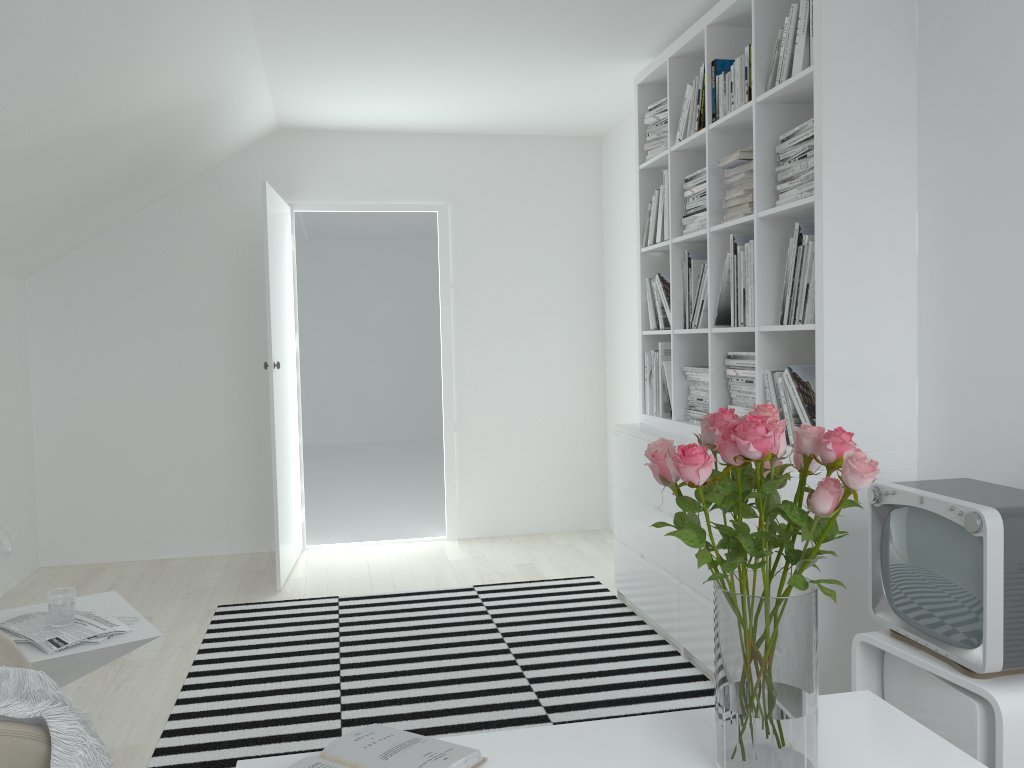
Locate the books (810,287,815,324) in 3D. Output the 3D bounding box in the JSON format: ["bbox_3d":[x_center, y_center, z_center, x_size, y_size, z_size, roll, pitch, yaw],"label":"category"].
[{"bbox_3d":[1.000,-0.324,2.671,0.182,0.282,0.090,-2,3,-11],"label":"books"}]

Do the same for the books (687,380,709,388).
[{"bbox_3d":[0.852,-0.004,3.602,0.180,0.028,0.296,-2,3,-11],"label":"books"}]

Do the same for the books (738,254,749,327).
[{"bbox_3d":[0.876,-0.331,3.137,0.161,0.254,0.012,-2,3,-11],"label":"books"}]

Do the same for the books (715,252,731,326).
[{"bbox_3d":[0.846,-0.349,3.267,0.159,0.263,0.131,-2,3,-11],"label":"books"}]

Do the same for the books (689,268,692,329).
[{"bbox_3d":[0.811,-0.353,3.672,0.161,0.254,0.013,-2,3,-11],"label":"books"}]

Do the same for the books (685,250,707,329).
[{"bbox_3d":[0.807,-0.392,3.688,0.176,0.331,0.025,-2,3,-11],"label":"books"}]

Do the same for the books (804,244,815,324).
[{"bbox_3d":[1.011,-0.327,2.758,0.182,0.282,0.090,-2,3,-11],"label":"books"}]

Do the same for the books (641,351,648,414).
[{"bbox_3d":[0.688,-0.008,4.102,0.182,0.288,0.016,-2,3,-11],"label":"books"}]

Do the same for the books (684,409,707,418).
[{"bbox_3d":[0.844,0.122,3.589,0.176,0.025,0.331,-2,3,-11],"label":"books"}]

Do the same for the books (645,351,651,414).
[{"bbox_3d":[0.701,-0.008,4.089,0.182,0.288,0.016,-2,3,-11],"label":"books"}]

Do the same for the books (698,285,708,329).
[{"bbox_3d":[0.855,-0.348,3.534,0.182,0.257,0.158,-2,3,-11],"label":"books"}]

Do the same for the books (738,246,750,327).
[{"bbox_3d":[0.879,-0.348,3.150,0.159,0.285,0.012,-2,3,-11],"label":"books"}]

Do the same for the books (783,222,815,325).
[{"bbox_3d":[0.976,-0.352,2.853,0.176,0.325,0.109,-2,3,-11],"label":"books"}]

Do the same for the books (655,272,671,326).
[{"bbox_3d":[0.742,-0.364,3.842,0.176,0.255,0.226,-2,3,-11],"label":"books"}]

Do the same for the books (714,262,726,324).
[{"bbox_3d":[0.847,-0.342,3.286,0.161,0.235,0.118,-2,3,-11],"label":"books"}]

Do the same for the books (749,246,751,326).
[{"bbox_3d":[0.900,-0.337,3.046,0.174,0.273,0.021,-2,3,-11],"label":"books"}]

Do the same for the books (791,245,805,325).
[{"bbox_3d":[0.975,-0.313,2.816,0.161,0.249,0.078,-2,3,-11],"label":"books"}]

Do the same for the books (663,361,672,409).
[{"bbox_3d":[0.750,0.018,3.830,0.161,0.235,0.118,-2,3,-11],"label":"books"}]

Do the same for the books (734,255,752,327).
[{"bbox_3d":[0.869,-0.333,3.161,0.161,0.256,0.013,-2,3,-11],"label":"books"}]

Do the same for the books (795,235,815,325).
[{"bbox_3d":[0.986,-0.328,2.800,0.159,0.278,0.085,-2,3,-11],"label":"books"}]

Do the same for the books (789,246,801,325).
[{"bbox_3d":[0.978,-0.315,2.846,0.161,0.248,0.078,-2,3,-11],"label":"books"}]

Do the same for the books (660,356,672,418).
[{"bbox_3d":[0.742,0.009,3.847,0.159,0.263,0.131,-2,3,-11],"label":"books"}]

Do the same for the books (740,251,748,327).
[{"bbox_3d":[0.887,-0.335,3.124,0.167,0.263,0.017,-2,3,-11],"label":"books"}]

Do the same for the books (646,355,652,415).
[{"bbox_3d":[0.706,0.001,4.071,0.174,0.273,0.021,-2,3,-11],"label":"books"}]

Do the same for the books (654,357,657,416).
[{"bbox_3d":[0.724,0.009,3.995,0.167,0.263,0.017,-2,3,-11],"label":"books"}]

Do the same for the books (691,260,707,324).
[{"bbox_3d":[0.828,-0.368,3.661,0.182,0.288,0.016,-2,3,-11],"label":"books"}]

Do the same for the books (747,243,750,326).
[{"bbox_3d":[0.906,-0.347,3.094,0.182,0.288,0.016,-2,3,-11],"label":"books"}]

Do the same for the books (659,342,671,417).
[{"bbox_3d":[0.736,-0.021,3.923,0.176,0.331,0.025,-2,3,-11],"label":"books"}]

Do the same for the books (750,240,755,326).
[{"bbox_3d":[0.895,-0.343,3.010,0.182,0.288,0.016,-2,3,-11],"label":"books"}]

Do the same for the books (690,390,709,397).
[{"bbox_3d":[0.847,0.037,3.570,0.167,0.017,0.263,-2,3,-11],"label":"books"}]

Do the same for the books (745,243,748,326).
[{"bbox_3d":[0.904,-0.348,3.110,0.182,0.288,0.016,-2,3,-11],"label":"books"}]

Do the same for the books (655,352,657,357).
[{"bbox_3d":[0.734,-0.005,4.013,0.182,0.288,0.016,-2,3,-11],"label":"books"}]

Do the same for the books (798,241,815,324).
[{"bbox_3d":[0.994,-0.316,2.776,0.167,0.258,0.085,-2,3,-11],"label":"books"}]

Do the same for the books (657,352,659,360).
[{"bbox_3d":[0.727,0.000,3.967,0.159,0.285,0.012,-2,3,-11],"label":"books"}]

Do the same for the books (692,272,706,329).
[{"bbox_3d":[0.825,-0.335,3.575,0.161,0.226,0.137,-2,3,-11],"label":"books"}]

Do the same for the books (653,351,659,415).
[{"bbox_3d":[0.731,-0.005,4.028,0.182,0.288,0.016,-2,3,-11],"label":"books"}]

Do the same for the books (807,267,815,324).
[{"bbox_3d":[1.015,-0.332,2.734,0.180,0.293,0.103,-2,3,-11],"label":"books"}]

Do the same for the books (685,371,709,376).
[{"bbox_3d":[0.839,-0.045,3.578,0.182,0.016,0.288,-2,3,-11],"label":"books"}]

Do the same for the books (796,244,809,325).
[{"bbox_3d":[0.983,-0.312,2.791,0.161,0.248,0.077,-2,3,-11],"label":"books"}]

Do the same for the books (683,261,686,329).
[{"bbox_3d":[0.794,-0.370,3.707,0.159,0.285,0.012,-2,3,-11],"label":"books"}]

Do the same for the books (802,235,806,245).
[{"bbox_3d":[0.996,-0.331,2.830,0.182,0.282,0.090,-2,3,-11],"label":"books"}]

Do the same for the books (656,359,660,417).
[{"bbox_3d":[0.722,0.015,3.954,0.161,0.256,0.013,-2,3,-11],"label":"books"}]

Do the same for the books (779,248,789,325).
[{"bbox_3d":[0.962,-0.316,2.897,0.161,0.248,0.077,-2,3,-11],"label":"books"}]

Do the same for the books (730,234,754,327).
[{"bbox_3d":[0.871,-0.372,3.191,0.176,0.331,0.025,-2,3,-11],"label":"books"}]

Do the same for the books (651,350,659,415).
[{"bbox_3d":[0.726,-0.010,4.051,0.180,0.296,0.028,-2,3,-11],"label":"books"}]

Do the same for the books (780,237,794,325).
[{"bbox_3d":[0.961,-0.332,2.878,0.159,0.278,0.085,-2,3,-11],"label":"books"}]

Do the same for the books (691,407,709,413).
[{"bbox_3d":[0.846,0.105,3.575,0.161,0.013,0.254,-2,3,-11],"label":"books"}]

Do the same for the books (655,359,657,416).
[{"bbox_3d":[0.719,0.015,3.978,0.161,0.254,0.012,-2,3,-11],"label":"books"}]

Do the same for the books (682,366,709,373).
[{"bbox_3d":[0.827,-0.060,3.581,0.182,0.016,0.288,-2,3,-11],"label":"books"}]
